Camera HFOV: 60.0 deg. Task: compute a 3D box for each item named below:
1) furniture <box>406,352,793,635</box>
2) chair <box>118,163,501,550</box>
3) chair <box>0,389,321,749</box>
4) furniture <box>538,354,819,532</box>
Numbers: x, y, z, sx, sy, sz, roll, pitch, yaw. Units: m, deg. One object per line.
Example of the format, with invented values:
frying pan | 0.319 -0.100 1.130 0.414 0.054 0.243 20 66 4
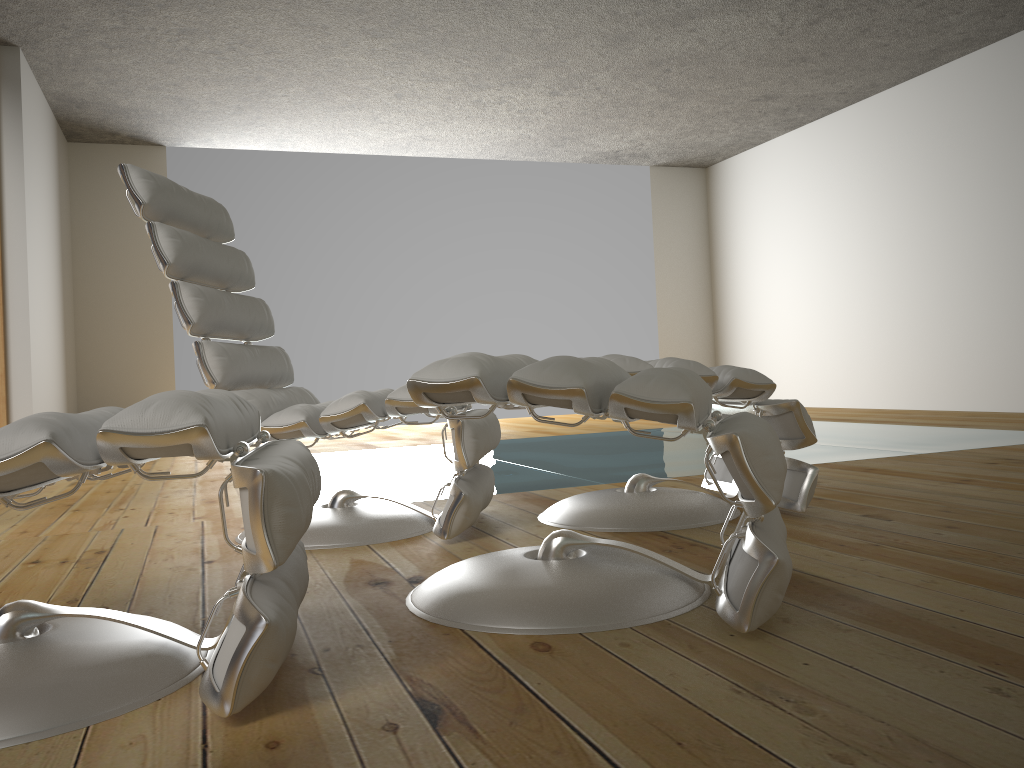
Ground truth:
furniture | 0.137 0.155 1.605 0.686 0.439 0.569 -3 0 15
chair | -0.511 -0.087 2.424 0.914 0.969 0.569 -3 -1 5
chair | -0.752 -0.065 1.254 0.914 0.969 0.569 -3 -1 -10
furniture | 0.401 0.135 2.457 0.686 0.439 0.569 -3 0 -13
